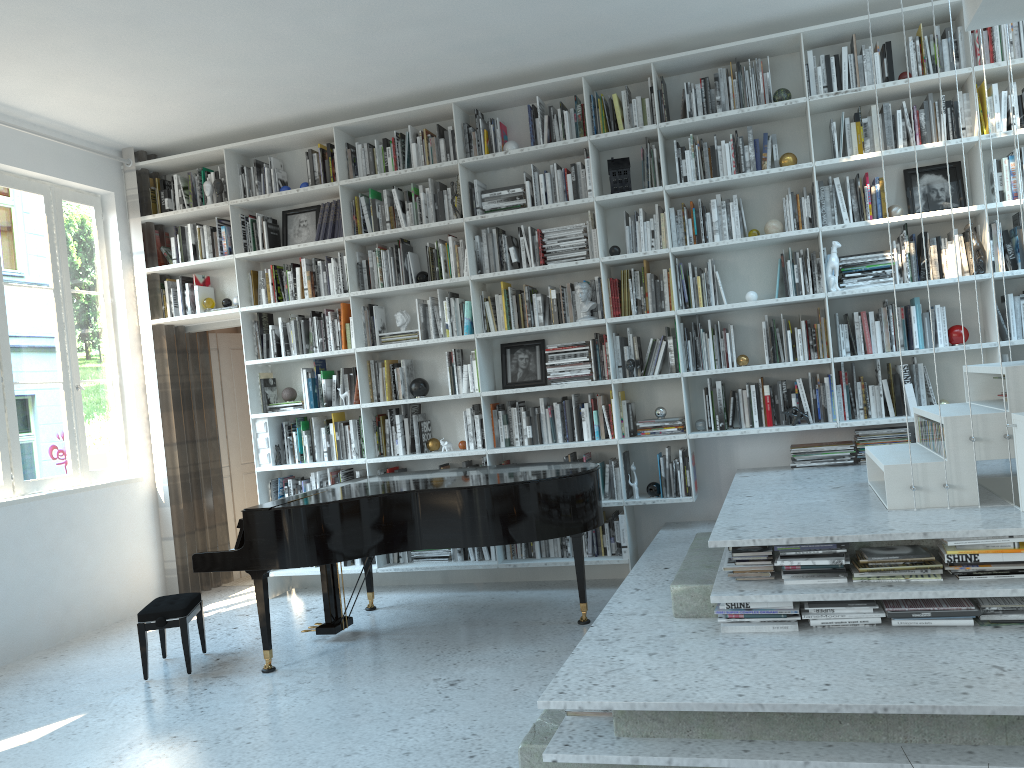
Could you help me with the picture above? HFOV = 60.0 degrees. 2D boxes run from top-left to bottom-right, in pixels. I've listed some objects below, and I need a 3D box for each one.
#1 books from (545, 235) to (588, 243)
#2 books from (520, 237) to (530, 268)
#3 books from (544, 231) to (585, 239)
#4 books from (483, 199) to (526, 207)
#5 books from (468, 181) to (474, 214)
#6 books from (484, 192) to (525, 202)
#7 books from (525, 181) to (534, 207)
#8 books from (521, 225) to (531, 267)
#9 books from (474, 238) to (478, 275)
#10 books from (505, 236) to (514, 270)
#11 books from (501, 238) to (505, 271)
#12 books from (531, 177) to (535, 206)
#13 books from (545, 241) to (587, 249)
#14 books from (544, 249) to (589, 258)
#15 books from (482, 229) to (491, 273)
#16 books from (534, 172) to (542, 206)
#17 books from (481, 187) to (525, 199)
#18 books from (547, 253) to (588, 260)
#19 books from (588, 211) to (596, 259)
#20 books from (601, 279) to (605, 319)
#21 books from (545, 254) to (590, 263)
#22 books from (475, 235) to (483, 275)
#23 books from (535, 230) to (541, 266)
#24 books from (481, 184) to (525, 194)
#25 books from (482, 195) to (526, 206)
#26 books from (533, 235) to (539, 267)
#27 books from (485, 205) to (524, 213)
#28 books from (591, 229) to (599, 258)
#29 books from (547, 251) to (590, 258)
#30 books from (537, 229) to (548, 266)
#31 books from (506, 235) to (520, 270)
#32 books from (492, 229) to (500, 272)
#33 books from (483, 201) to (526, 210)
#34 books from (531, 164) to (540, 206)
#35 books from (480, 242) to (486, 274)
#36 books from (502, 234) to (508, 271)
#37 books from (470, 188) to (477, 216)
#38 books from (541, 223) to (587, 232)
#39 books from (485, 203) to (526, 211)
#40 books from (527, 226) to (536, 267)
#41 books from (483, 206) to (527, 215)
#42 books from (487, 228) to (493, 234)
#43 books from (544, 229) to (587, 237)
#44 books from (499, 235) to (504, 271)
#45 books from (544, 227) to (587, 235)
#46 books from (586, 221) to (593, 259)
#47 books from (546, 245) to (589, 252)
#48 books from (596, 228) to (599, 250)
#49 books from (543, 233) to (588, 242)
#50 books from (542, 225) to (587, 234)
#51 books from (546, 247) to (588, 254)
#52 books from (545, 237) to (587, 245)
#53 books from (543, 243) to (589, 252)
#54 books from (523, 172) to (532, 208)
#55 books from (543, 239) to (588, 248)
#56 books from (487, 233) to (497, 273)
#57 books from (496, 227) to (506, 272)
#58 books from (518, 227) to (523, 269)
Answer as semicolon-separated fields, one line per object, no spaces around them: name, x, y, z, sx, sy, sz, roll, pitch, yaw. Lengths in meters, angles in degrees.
books;0.351;-0.906;5.610;0.254;0.012;0.161;-6;0;19
books;0.093;-0.824;5.686;0.024;0.216;0.147;-5;0;17
books;0.347;-0.930;5.604;0.254;0.012;0.161;-6;0;22
books;-0.031;-1.151;5.717;0.285;0.012;0.159;-6;0;15
books;-0.241;-1.178;5.784;0.012;0.254;0.161;-5;0;17
books;-0.035;-1.193;5.712;0.254;0.025;0.161;-6;0;13
books;0.130;-1.182;5.653;0.025;0.187;0.193;-5;0;17
books;0.117;-0.864;5.680;0.049;0.291;0.162;-5;0;17
books;-0.205;-0.813;5.786;0.012;0.254;0.161;-5;0;17
books;-0.009;-0.826;5.716;0.011;0.239;0.147;-5;0;17
books;-0.033;-0.820;5.727;0.014;0.233;0.147;-5;0;17
books;0.160;-1.203;5.674;0.024;0.223;0.128;-5;0;17
books;0.355;-0.870;5.612;0.254;0.012;0.161;-6;0;18
books;0.359;-0.822;5.608;0.285;0.012;0.159;-6;0;14
books;-0.142;-0.841;5.753;0.026;0.297;0.179;-5;0;17
books;0.184;-1.213;5.640;0.021;0.237;0.171;-5;0;17
books;-0.036;-1.218;5.716;0.285;0.024;0.159;-6;0;19
books;0.363;-0.798;5.615;0.254;0.012;0.161;-6;0;17
books;0.513;-0.917;5.562;0.012;0.319;0.139;-5;0;17
books;0.587;-0.525;5.557;0.014;0.261;0.137;-5;0;17
books;0.364;-0.786;5.613;0.285;0.012;0.159;-6;0;18
books;-0.191;-0.821;5.771;0.026;0.267;0.170;-5;0;17
books;0.190;-0.848;5.651;0.015;0.245;0.183;-5;0;17
books;-0.037;-1.242;5.720;0.285;0.024;0.159;-6;0;17
books;-0.033;-1.168;5.709;0.285;0.024;0.159;-6;0;22
books;0.176;-0.832;5.664;0.024;0.216;0.132;-5;0;17
books;-0.029;-1.115;5.711;0.254;0.012;0.161;-6;0;22
books;0.538;-0.859;5.554;0.030;0.198;0.172;-5;0;17
books;0.362;-0.810;5.613;0.254;0.012;0.161;-6;0;16
books;0.200;-0.850;5.635;0.013;0.247;0.176;-5;0;17
books;0.026;-0.828;5.699;0.066;0.236;0.153;-5;0;17
books;-0.076;-0.847;5.744;0.029;0.295;0.151;-5;0;17
books;-0.030;-1.139;5.714;0.285;0.012;0.159;-6;0;14
books;0.162;-1.234;5.629;0.011;0.284;0.190;-5;0;17
books;-0.159;-0.805;5.778;0.027;0.228;0.147;-5;0;17
books;-0.022;-0.830;5.719;0.014;0.250;0.172;-5;0;17
books;-0.225;-1.154;5.759;0.027;0.201;0.167;-5;0;17
books;0.344;-0.980;5.609;0.285;0.012;0.159;-6;0;19
books;-0.029;-1.127;5.715;0.254;0.012;0.161;-6;0;14
books;0.147;-0.856;5.656;0.021;0.269;0.191;-5;0;17
books;-0.027;-1.103;5.715;0.285;0.012;0.159;-6;0;20
books;-0.118;-0.852;5.765;0.014;0.313;0.133;-5;0;17
books;0.347;-0.944;5.610;0.254;0.012;0.161;-6;0;19
books;-0.046;-0.828;5.730;0.011;0.252;0.153;-5;0;17
books;0.347;-0.956;5.614;0.254;0.012;0.161;-6;0;17
books;0.500;-0.884;5.551;0.012;0.254;0.161;-5;0;17
books;0.357;-0.846;5.610;0.254;0.012;0.161;-6;0;15
books;0.568;-0.866;5.550;0.030;0.205;0.158;-5;0;17
books;0.351;-0.918;5.612;0.285;0.012;0.159;-6;0;16
books;0.343;-0.968;5.603;0.285;0.012;0.159;-6;0;12
books;0.359;-0.834;5.610;0.254;0.012;0.161;-6;0;19
books;0.352;-0.894;5.608;0.254;0.012;0.161;-6;0;14
books;0.357;-0.858;5.613;0.285;0.012;0.159;-6;0;18
books;0.111;-1.213;5.663;0.012;0.254;0.161;-5;0;17
books;0.353;-0.882;5.608;0.285;0.012;0.159;-6;0;20
books;-0.105;-0.829;5.735;0.025;0.266;0.185;-5;0;17
books;-0.060;-0.851;5.730;0.011;0.300;0.179;-5;0;17
books;0.070;-0.857;5.698;0.022;0.285;0.130;-5;0;17
